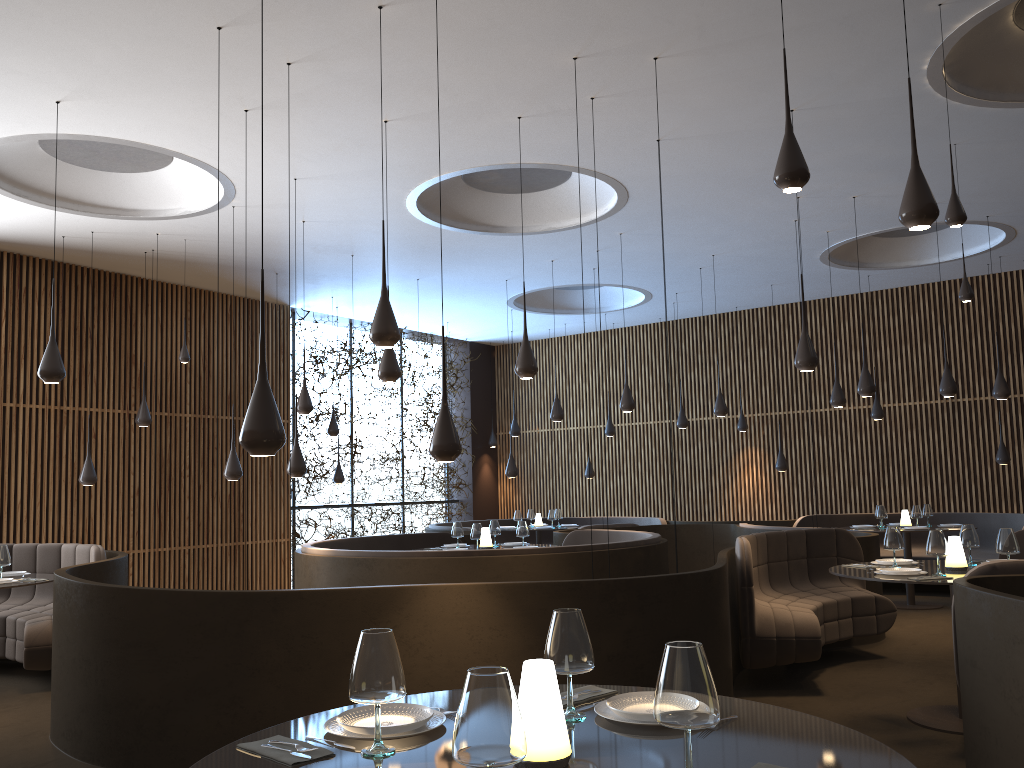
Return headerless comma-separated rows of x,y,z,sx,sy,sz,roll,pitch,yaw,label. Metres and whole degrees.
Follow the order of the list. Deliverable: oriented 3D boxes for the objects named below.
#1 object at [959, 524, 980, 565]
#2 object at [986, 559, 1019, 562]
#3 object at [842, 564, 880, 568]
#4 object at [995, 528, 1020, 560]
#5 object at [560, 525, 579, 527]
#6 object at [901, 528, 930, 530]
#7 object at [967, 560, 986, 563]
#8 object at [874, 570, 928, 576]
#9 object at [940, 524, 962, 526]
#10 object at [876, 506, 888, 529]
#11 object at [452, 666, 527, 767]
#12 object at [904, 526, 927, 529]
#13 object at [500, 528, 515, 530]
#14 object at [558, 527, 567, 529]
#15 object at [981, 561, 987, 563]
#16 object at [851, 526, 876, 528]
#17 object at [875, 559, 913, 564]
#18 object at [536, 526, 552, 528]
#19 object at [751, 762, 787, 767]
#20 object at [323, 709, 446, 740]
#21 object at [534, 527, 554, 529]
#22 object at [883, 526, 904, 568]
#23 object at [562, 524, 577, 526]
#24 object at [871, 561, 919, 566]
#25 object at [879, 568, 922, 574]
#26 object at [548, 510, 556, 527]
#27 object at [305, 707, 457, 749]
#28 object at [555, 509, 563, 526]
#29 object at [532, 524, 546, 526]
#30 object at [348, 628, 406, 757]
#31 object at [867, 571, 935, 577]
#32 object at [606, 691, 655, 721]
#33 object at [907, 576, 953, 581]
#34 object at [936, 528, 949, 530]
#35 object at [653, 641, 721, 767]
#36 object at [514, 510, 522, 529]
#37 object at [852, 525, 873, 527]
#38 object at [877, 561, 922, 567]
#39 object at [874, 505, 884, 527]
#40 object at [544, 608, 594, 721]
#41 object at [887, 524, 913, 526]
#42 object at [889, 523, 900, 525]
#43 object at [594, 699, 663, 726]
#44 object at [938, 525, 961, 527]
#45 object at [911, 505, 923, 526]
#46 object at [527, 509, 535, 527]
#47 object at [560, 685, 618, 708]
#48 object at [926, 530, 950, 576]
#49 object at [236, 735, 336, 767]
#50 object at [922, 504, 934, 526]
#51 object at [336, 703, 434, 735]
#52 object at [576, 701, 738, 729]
3.345,1.176,6.487,0.142,0.294,0.142,-1,-6,-8,object
3.562,1.285,6.382,0.263,0.029,0.263,-4,-7,20,object
2.581,1.351,6.565,0.126,0.017,0.262,1,-7,-20,object
3.284,1.104,5.873,0.142,0.294,0.142,3,-7,-37,object
0.957,2.373,14.827,0.332,0.014,0.332,-4,-7,20,object
5.098,1.828,11.196,0.332,0.014,0.332,1,-7,-23,object
3.484,1.339,6.671,0.262,0.017,0.127,1,-7,-19,object
2.608,1.269,5.950,0.332,0.014,0.332,-7,-8,36,object
5.736,1.847,11.579,0.263,0.029,0.263,-7,-9,40,object
4.869,1.753,11.666,0.142,0.294,0.142,-4,-6,23,object
-0.042,0.693,1.682,0.142,0.294,0.142,2,-6,-31,object
5.098,1.819,11.196,0.263,0.029,0.263,-5,-8,25,object
-0.083,2.354,14.372,0.262,0.017,0.127,-1,-7,-3,object
0.814,2.313,14.227,0.126,0.017,0.262,-1,-7,-4,object
3.562,1.295,6.381,0.332,0.014,0.333,-2,-7,1,object
4.718,1.925,11.919,0.332,0.014,0.332,-4,-7,23,object
2.870,1.336,6.653,0.263,0.029,0.264,1,-7,-17,object
0.511,2.304,14.224,0.263,0.029,0.263,-7,-9,41,object
0.618,0.844,1.882,0.262,0.017,0.126,-7,-9,39,object
-0.345,0.927,2.421,0.332,0.014,0.332,-8,-9,44,object
0.511,2.313,14.224,0.332,0.014,0.332,-4,-7,22,object
2.778,1.187,6.450,0.142,0.294,0.142,-5,-7,35,object
0.957,2.364,14.828,0.263,0.029,0.263,-5,-7,24,object
2.870,1.346,6.652,0.332,0.014,0.332,1,-7,-20,object
2.608,1.260,5.951,0.263,0.029,0.263,-7,-9,40,object
0.652,2.195,14.418,0.142,0.294,0.142,-5,-6,28,object
-0.343,0.929,2.425,0.204,0.012,0.411,-7,-9,39,object
0.785,2.261,15.000,0.142,0.294,0.142,0,-6,-11,object
0.460,2.433,15.293,0.263,0.029,0.263,-5,-8,27,object
-0.334,0.763,2.202,0.142,0.294,0.142,-4,-6,20,object
2.606,1.271,5.954,0.204,0.012,0.412,1,-7,-19,object
0.396,0.905,2.481,0.263,0.029,0.263,-5,-8,26,object
2.667,1.239,5.654,0.262,0.017,0.127,0,-7,-15,object
5.378,1.815,11.081,0.126,0.017,0.262,-4,-7,19,object
0.376,0.709,1.905,0.142,0.294,0.142,-2,-6,5,object
0.097,2.224,14.538,0.142,0.294,0.142,-5,-6,30,object
4.718,1.915,11.920,0.263,0.029,0.263,-8,-9,42,object
2.874,1.347,6.655,0.411,0.012,0.205,2,-7,-24,object
5.034,1.804,12.124,0.142,0.294,0.142,1,-6,-23,object
0.160,0.784,2.484,0.142,0.294,0.142,-5,-7,33,object
5.336,1.943,12.211,0.332,0.014,0.333,0,-7,-16,object
5.336,1.934,12.212,0.263,0.029,0.264,1,-7,-19,object
0.396,0.914,2.480,0.332,0.014,0.332,-6,-8,36,object
5.736,1.857,11.578,0.332,0.014,0.332,-4,-7,20,object
5.257,1.724,11.510,0.142,0.294,0.142,1,-6,-27,object
0.325,2.287,15.113,0.142,0.294,0.142,-6,-7,35,object
0.198,0.954,2.706,0.262,0.017,0.126,5,-10,-44,object
2.810,1.115,5.855,0.142,0.294,0.142,-1,-6,-5,object
-0.568,0.916,2.216,0.262,0.017,0.126,-8,-9,43,object
5.597,1.766,11.936,0.142,0.294,0.142,0,-6,-18,object
-0.346,0.918,2.422,0.263,0.029,0.264,-2,-7,5,object
0.400,0.915,2.477,0.411,0.012,0.204,-7,-9,41,object
